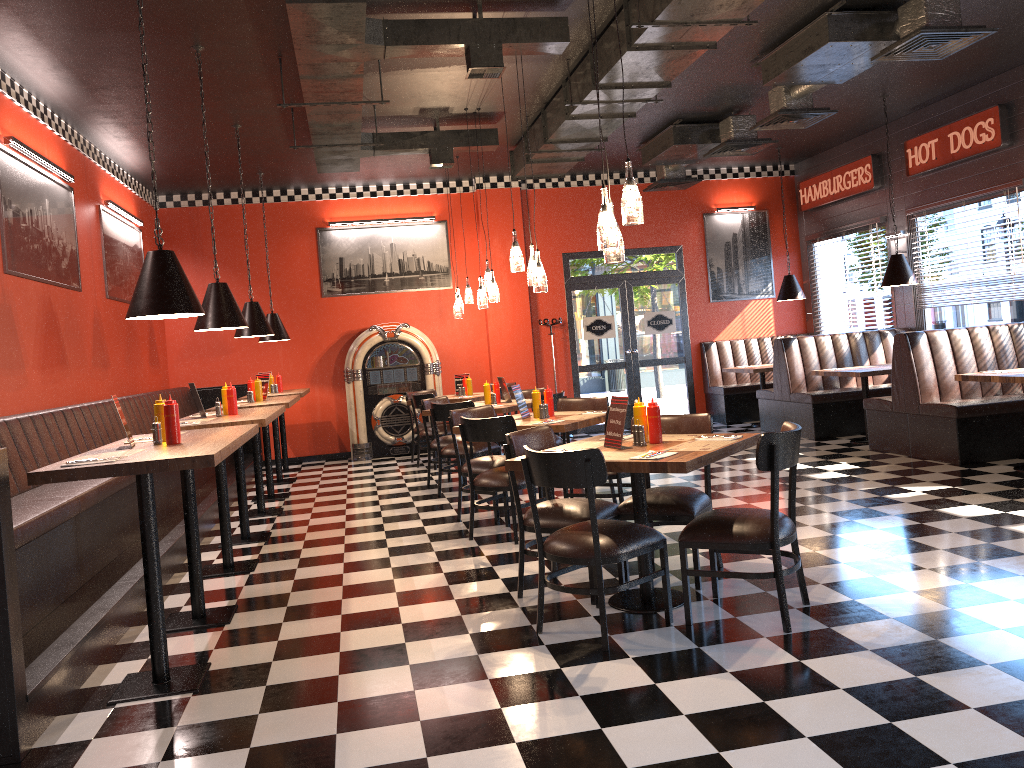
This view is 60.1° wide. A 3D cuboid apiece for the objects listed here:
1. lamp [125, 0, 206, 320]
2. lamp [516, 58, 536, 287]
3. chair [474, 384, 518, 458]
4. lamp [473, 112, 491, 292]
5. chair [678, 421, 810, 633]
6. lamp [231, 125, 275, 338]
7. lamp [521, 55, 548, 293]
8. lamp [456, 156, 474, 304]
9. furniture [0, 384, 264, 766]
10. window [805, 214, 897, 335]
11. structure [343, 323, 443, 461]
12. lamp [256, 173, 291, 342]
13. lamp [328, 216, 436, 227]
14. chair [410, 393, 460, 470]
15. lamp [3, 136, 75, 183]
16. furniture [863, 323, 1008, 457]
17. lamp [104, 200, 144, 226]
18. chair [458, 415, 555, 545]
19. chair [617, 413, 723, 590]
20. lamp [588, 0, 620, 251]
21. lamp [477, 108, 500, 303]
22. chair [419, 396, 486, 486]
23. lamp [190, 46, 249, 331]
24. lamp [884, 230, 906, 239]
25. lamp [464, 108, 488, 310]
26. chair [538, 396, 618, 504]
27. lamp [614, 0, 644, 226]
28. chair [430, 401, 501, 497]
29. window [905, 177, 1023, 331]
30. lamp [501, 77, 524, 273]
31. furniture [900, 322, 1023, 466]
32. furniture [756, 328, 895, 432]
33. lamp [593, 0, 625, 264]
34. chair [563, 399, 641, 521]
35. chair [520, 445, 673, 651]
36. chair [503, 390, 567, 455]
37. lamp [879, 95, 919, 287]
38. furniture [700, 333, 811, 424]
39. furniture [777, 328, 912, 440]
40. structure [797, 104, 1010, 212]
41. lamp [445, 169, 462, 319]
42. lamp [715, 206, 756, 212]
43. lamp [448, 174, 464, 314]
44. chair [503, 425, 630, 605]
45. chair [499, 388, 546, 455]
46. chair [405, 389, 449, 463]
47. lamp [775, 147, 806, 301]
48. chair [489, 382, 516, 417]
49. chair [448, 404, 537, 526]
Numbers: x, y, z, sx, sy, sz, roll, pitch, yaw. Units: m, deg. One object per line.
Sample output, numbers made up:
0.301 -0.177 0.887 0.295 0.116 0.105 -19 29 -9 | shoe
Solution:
-1.843 -1.360 4.501 0.381 2.044 0.382 -5 0 31 | lamp
0.092 -1.719 6.686 0.108 1.965 0.108 -5 0 32 | lamp
-0.167 0.461 10.391 0.544 0.867 0.487 -5 1 22 | chair
-0.304 -1.891 8.771 0.108 1.965 0.108 -5 0 37 | lamp
1.090 0.634 4.099 0.544 0.867 0.487 -4 1 30 | chair
-2.574 -1.478 8.564 0.381 2.044 0.382 -5 0 31 | lamp
0.133 -1.658 6.568 0.108 1.965 0.108 -5 0 2 | lamp
-0.596 -1.953 10.727 0.108 1.965 0.108 -5 0 22 | lamp
-3.106 0.699 7.365 1.105 1.149 8.758 -5 2 -10 | furniture
4.618 -1.296 12.018 0.127 1.713 2.027 -5 1 -10 | window
-1.570 0.066 11.814 1.295 1.768 0.500 -5 0 -10 | structure
-2.971 -1.543 10.770 0.381 2.044 0.382 -5 0 31 | lamp
-1.763 -2.215 12.058 1.445 0.056 0.081 -5 2 -10 | lamp
-0.863 0.524 10.296 0.545 0.867 0.485 -5 1 -35 | chair
-3.795 -1.792 7.145 0.081 0.056 1.444 -5 3 -10 | lamp
4.397 0.012 8.677 1.710 1.154 0.706 -5 1 -10 | furniture
-4.264 -1.868 9.749 0.081 0.056 1.444 -5 3 -10 | lamp
-0.049 0.635 6.223 0.485 0.867 0.545 -4 1 38 | chair
0.862 0.618 4.891 0.485 0.867 0.545 -4 1 29 | chair
0.398 -1.643 4.382 0.108 1.965 0.108 -5 0 -23 | lamp
-0.251 -1.777 8.648 0.108 1.965 0.108 -5 0 -28 | lamp
-0.611 0.563 8.935 0.544 0.867 0.487 -4 1 27 | chair
-2.186 -1.416 6.408 0.381 2.044 0.382 -5 0 31 | lamp
4.685 -1.824 10.826 0.081 0.056 0.334 -5 2 -10 | lamp
-0.364 -1.707 8.612 0.108 1.965 0.108 -5 0 2 | lamp
0.518 0.552 7.045 0.485 0.867 0.545 -4 1 35 | chair
0.514 -1.764 4.347 0.108 1.965 0.108 -5 0 -18 | lamp
-0.440 0.579 8.242 0.485 0.867 0.545 -4 1 30 | chair
5.041 -1.227 9.667 0.127 1.713 2.027 -5 1 -10 | window
-0.040 -1.819 6.643 0.108 1.965 0.108 -5 0 -38 | lamp
4.522 0.032 7.982 1.710 1.154 0.706 -5 1 -10 | furniture
3.974 -0.057 11.027 1.710 1.154 0.706 -5 1 -10 | furniture
0.442 -1.593 4.499 0.108 1.965 0.108 -5 0 37 | lamp
0.689 0.568 6.351 0.543 0.867 0.487 -4 1 32 | chair
0.366 0.696 4.071 0.545 0.867 0.485 -5 1 -43 | chair
0.255 0.517 8.325 0.543 0.867 0.487 -4 1 39 | chair
4.074 -2.075 9.507 0.382 2.044 0.381 -5 0 -29 | lamp
3.676 -0.105 12.683 1.710 1.154 0.706 -5 1 -10 | furniture
4.099 -0.036 10.333 1.710 1.154 0.706 -5 1 -10 | furniture
5.216 -2.557 7.377 0.120 0.438 11.263 -5 2 -10 | structure
-0.740 -1.772 10.801 0.108 1.965 0.108 -5 0 -28 | lamp
3.269 -2.560 12.969 0.611 0.056 0.081 -5 2 -10 | lamp
-0.709 -1.829 10.683 0.108 1.965 0.108 -5 0 32 | lamp
0.270 0.673 4.770 0.543 0.867 0.487 -4 1 30 | chair
0.127 0.495 9.063 0.486 0.867 0.545 -5 1 13 | chair
-0.984 0.507 10.889 0.543 0.867 0.487 -4 1 44 | chair
3.652 -2.143 11.851 0.381 2.044 0.382 -5 0 39 | lamp
-0.195 0.431 11.118 0.485 0.867 0.545 -4 1 45 | chair
-0.176 0.613 6.962 0.543 0.867 0.487 -4 1 44 | chair
